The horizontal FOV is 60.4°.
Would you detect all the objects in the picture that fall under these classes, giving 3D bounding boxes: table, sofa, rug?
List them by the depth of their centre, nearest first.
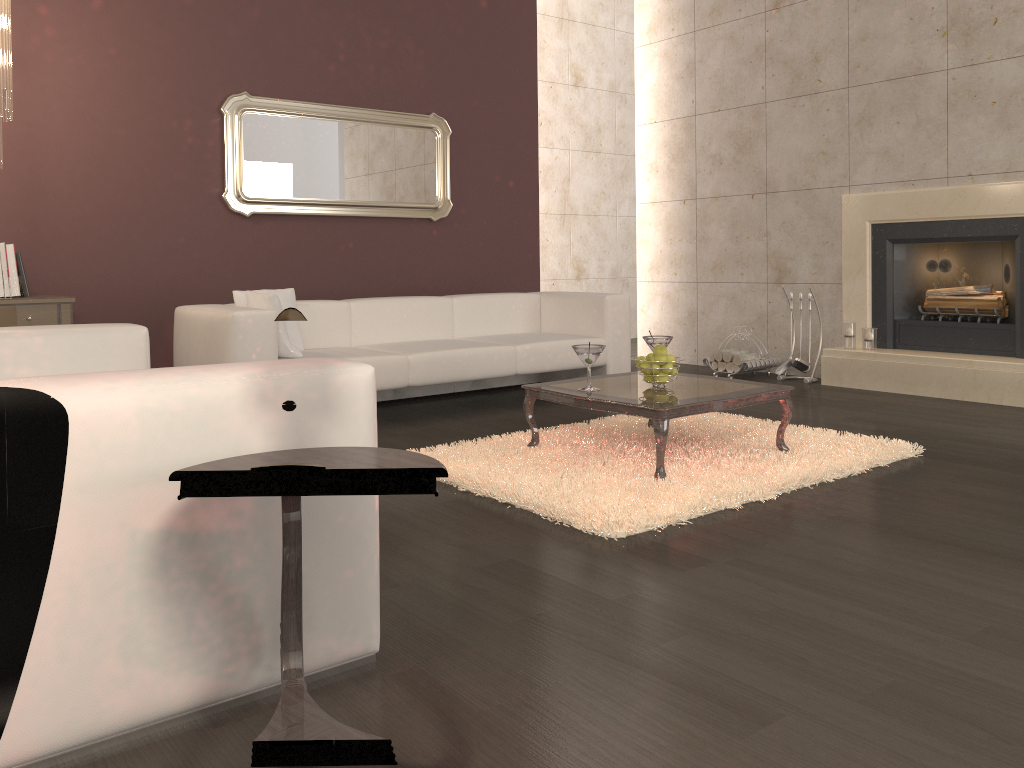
[{"bbox_3d":[-0.359,0.413,1.491,0.513,0.519,0.527,-2,5,-15],"label":"table"},{"bbox_3d":[-1.249,0.211,2.429,0.946,0.648,2.035,-5,8,-37],"label":"sofa"},{"bbox_3d":[0.640,0.309,3.912,2.005,0.067,1.516,-7,10,-38],"label":"rug"},{"bbox_3d":[0.641,0.160,3.931,0.917,0.301,0.908,-6,9,-39],"label":"table"},{"bbox_3d":[-0.548,-0.208,5.448,2.793,0.648,0.947,-6,8,-38],"label":"sofa"}]

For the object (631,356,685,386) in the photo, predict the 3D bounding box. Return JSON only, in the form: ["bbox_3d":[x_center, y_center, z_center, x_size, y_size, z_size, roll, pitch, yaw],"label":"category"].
[{"bbox_3d":[0.649,-0.054,3.913,0.234,0.118,0.236,0,6,7],"label":"object"}]

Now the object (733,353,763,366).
[{"bbox_3d":[1.768,-0.187,6.598,0.263,0.078,0.080,-6,7,-38],"label":"object"}]

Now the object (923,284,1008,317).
[{"bbox_3d":[2.987,-0.553,5.800,0.221,0.210,0.515,-4,7,-38],"label":"object"}]

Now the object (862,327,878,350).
[{"bbox_3d":[2.454,-0.310,6.042,0.108,0.147,0.108,-3,4,-33],"label":"object"}]

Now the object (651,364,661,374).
[{"bbox_3d":[0.628,-0.066,3.849,0.044,0.045,0.046,3,6,44],"label":"object"}]

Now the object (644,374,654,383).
[{"bbox_3d":[0.614,-0.031,3.928,0.055,0.054,0.055,-3,5,-27],"label":"object"}]

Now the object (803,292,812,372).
[{"bbox_3d":[2.116,-0.371,6.296,0.027,0.563,0.106,0,2,45],"label":"object"}]

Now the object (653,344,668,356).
[{"bbox_3d":[0.658,-0.144,3.911,0.062,0.064,0.062,-4,5,-38],"label":"object"}]

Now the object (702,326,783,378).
[{"bbox_3d":[1.753,-0.252,6.710,0.504,0.378,0.432,-5,6,-38],"label":"object"}]

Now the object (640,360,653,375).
[{"bbox_3d":[0.598,-0.072,3.886,0.066,0.065,0.066,1,5,19],"label":"object"}]

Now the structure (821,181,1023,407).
[{"bbox_3d":[2.856,-0.615,5.735,0.590,1.335,1.531,-2,5,-38],"label":"structure"}]

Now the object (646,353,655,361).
[{"bbox_3d":[0.625,-0.114,3.944,0.045,0.049,0.050,-2,5,-23],"label":"object"}]

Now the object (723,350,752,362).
[{"bbox_3d":[1.708,-0.211,6.666,0.252,0.076,0.079,-6,7,-38],"label":"object"}]

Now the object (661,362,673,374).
[{"bbox_3d":[0.678,-0.070,3.853,0.054,0.051,0.053,-4,5,-34],"label":"object"}]

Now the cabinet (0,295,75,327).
[{"bbox_3d":[-3.023,-0.043,4.315,1.533,0.727,0.533,-6,6,-38],"label":"cabinet"}]

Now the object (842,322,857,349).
[{"bbox_3d":[2.343,-0.336,6.113,0.098,0.183,0.098,-1,2,5],"label":"object"}]

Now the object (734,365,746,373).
[{"bbox_3d":[1.763,-0.121,6.589,0.244,0.059,0.061,-6,7,-38],"label":"object"}]

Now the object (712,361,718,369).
[{"bbox_3d":[1.636,-0.154,6.759,0.252,0.057,0.057,-6,7,-38],"label":"object"}]

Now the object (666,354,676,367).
[{"bbox_3d":[0.699,-0.102,3.898,0.057,0.061,0.063,1,5,21],"label":"object"}]

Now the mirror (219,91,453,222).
[{"bbox_3d":[-1.165,-1.567,6.201,1.789,0.821,0.047,-6,4,-38],"label":"mirror"}]

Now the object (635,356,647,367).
[{"bbox_3d":[0.579,-0.097,3.932,0.054,0.054,0.054,0,4,15],"label":"object"}]

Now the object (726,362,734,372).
[{"bbox_3d":[1.726,-0.136,6.645,0.252,0.076,0.079,-6,7,-38],"label":"object"}]

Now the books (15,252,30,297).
[{"bbox_3d":[-2.621,-0.583,4.690,0.068,0.236,0.173,-2,3,-38],"label":"books"}]

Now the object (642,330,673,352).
[{"bbox_3d":[0.707,-0.146,4.260,0.151,0.216,0.152,1,4,28],"label":"object"}]

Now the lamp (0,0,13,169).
[{"bbox_3d":[-2.486,-2.239,4.013,0.484,2.826,0.485,-1,1,-1],"label":"lamp"}]

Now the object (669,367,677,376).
[{"bbox_3d":[0.709,-0.057,3.918,0.051,0.048,0.051,-5,6,-43],"label":"object"}]

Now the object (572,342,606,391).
[{"bbox_3d":[0.335,-0.083,3.834,0.151,0.216,0.152,2,5,45],"label":"object"}]

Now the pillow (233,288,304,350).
[{"bbox_3d":[-1.375,-0.357,4.980,0.378,0.360,0.169,-4,4,-40],"label":"pillow"}]

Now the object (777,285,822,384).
[{"bbox_3d":[2.092,-0.370,6.380,0.217,0.696,0.263,-2,2,-38],"label":"object"}]

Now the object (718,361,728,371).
[{"bbox_3d":[1.690,-0.146,6.716,0.277,0.073,0.083,-6,7,-38],"label":"object"}]

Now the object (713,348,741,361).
[{"bbox_3d":[1.654,-0.224,6.733,0.252,0.082,0.082,-6,7,-38],"label":"object"}]

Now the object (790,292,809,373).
[{"bbox_3d":[2.088,-0.371,6.375,0.136,0.585,0.070,-1,1,-14],"label":"object"}]

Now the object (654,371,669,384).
[{"bbox_3d":[0.657,-0.031,3.881,0.069,0.063,0.068,0,5,7],"label":"object"}]

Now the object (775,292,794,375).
[{"bbox_3d":[2.000,-0.371,6.439,0.125,0.601,0.116,-1,1,2],"label":"object"}]

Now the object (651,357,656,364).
[{"bbox_3d":[0.636,-0.099,3.886,0.045,0.043,0.046,1,5,23],"label":"object"}]

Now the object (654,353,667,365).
[{"bbox_3d":[0.649,-0.107,3.843,0.054,0.051,0.054,-4,6,-37],"label":"object"}]

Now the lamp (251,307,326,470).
[{"bbox_3d":[-0.390,-0.088,1.480,0.160,0.482,0.160,-1,2,-5],"label":"lamp"}]

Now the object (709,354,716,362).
[{"bbox_3d":[1.617,-0.209,6.781,0.252,0.057,0.057,-6,7,-38],"label":"object"}]

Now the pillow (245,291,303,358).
[{"bbox_3d":[-1.289,-0.320,4.707,0.186,0.357,0.377,-3,5,-39],"label":"pillow"}]

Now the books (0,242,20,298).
[{"bbox_3d":[-2.705,-0.599,4.629,0.178,0.288,0.204,-3,4,-38],"label":"books"}]
